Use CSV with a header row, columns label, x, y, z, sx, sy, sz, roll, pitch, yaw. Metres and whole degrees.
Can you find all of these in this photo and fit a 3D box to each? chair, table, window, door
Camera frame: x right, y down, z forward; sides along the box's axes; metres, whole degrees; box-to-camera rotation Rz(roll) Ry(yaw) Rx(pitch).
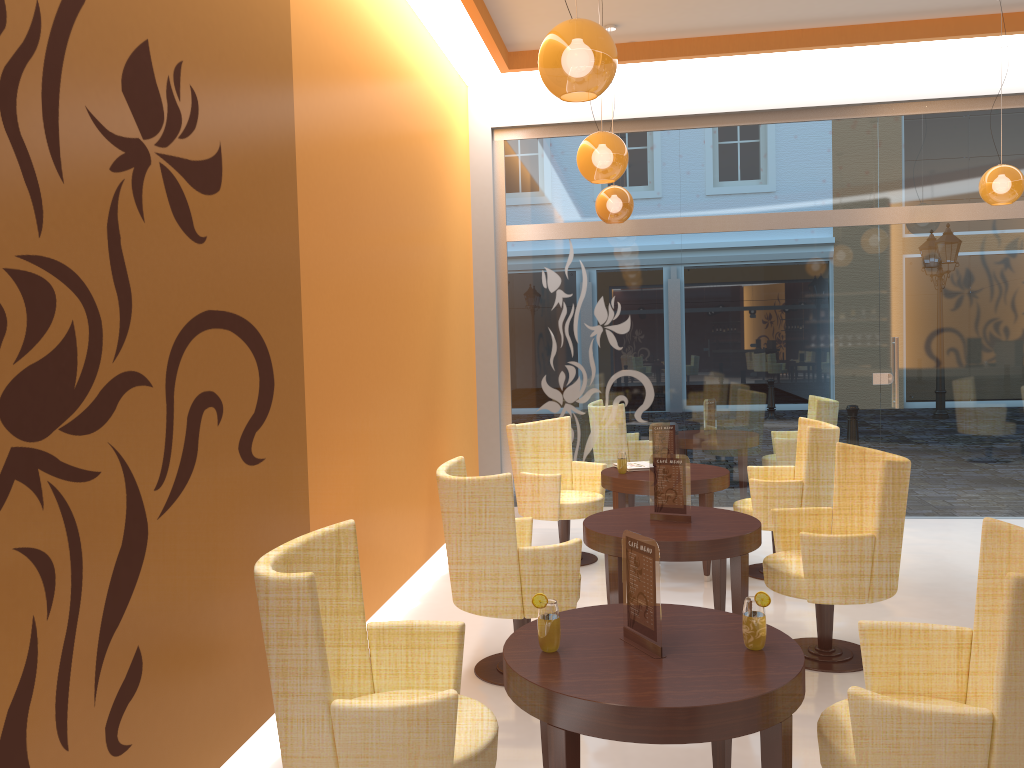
label,x,y,z,sx,sy,sz,roll,pitch,yaw
chair,1.207,0.931,2.458,0.685,1.017,0.729,0,3,26
chair,0.331,0.773,6.482,0.685,1.017,0.729,1,3,41
table,0.417,1.114,2.637,0.872,0.679,0.874,1,3,40
chair,1.589,0.834,4.374,0.685,1.017,0.729,-1,3,6
table,1.059,0.939,6.119,0.874,0.679,0.872,-3,3,-35
chair,1.827,0.758,5.914,0.685,1.017,0.729,-1,3,12
chair,-0.007,0.882,4.287,0.685,1.017,0.729,-3,3,-23
chair,-0.384,0.968,2.620,0.685,1.017,0.729,-2,3,-3
window,3.927,-0.610,7.394,8.200,3.380,0.040,-1,3,9
door,3.941,-0.111,7.417,1.640,2.499,0.020,-1,3,9
table,0.798,1.023,4.428,0.874,0.679,0.872,-4,4,-45

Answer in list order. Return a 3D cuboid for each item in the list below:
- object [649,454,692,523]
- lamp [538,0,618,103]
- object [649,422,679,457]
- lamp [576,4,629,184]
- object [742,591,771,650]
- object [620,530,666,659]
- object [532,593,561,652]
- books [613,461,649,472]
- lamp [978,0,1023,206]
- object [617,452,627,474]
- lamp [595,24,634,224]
label,x,y,z,sx,sy,sz,roll,pitch,yaw
object,0.786,0.516,4.415,0.209,0.335,0.042,0,3,27
lamp,0.230,-1.825,3.297,0.299,1.500,0.299,0,3,34
object,1.045,0.433,6.096,0.209,0.335,0.042,-2,3,-8
lamp,0.504,-1.913,5.074,0.299,1.500,0.299,-1,3,9
object,0.706,0.684,2.575,0.072,0.171,0.067,-2,3,-9
object,0.266,0.655,1.670,0.187,0.335,2.090,-1,3,5
object,0.107,0.699,2.603,0.072,0.171,0.067,-3,3,-34
books,0.926,0.581,6.296,0.339,0.028,0.273,-2,3,-16
lamp,3.544,-2.058,6.421,0.299,1.500,0.299,-2,3,-17
object,0.751,0.537,6.048,0.067,0.148,0.067,0,3,33
lamp,0.778,-2.002,6.851,0.299,1.500,0.299,-1,3,9
